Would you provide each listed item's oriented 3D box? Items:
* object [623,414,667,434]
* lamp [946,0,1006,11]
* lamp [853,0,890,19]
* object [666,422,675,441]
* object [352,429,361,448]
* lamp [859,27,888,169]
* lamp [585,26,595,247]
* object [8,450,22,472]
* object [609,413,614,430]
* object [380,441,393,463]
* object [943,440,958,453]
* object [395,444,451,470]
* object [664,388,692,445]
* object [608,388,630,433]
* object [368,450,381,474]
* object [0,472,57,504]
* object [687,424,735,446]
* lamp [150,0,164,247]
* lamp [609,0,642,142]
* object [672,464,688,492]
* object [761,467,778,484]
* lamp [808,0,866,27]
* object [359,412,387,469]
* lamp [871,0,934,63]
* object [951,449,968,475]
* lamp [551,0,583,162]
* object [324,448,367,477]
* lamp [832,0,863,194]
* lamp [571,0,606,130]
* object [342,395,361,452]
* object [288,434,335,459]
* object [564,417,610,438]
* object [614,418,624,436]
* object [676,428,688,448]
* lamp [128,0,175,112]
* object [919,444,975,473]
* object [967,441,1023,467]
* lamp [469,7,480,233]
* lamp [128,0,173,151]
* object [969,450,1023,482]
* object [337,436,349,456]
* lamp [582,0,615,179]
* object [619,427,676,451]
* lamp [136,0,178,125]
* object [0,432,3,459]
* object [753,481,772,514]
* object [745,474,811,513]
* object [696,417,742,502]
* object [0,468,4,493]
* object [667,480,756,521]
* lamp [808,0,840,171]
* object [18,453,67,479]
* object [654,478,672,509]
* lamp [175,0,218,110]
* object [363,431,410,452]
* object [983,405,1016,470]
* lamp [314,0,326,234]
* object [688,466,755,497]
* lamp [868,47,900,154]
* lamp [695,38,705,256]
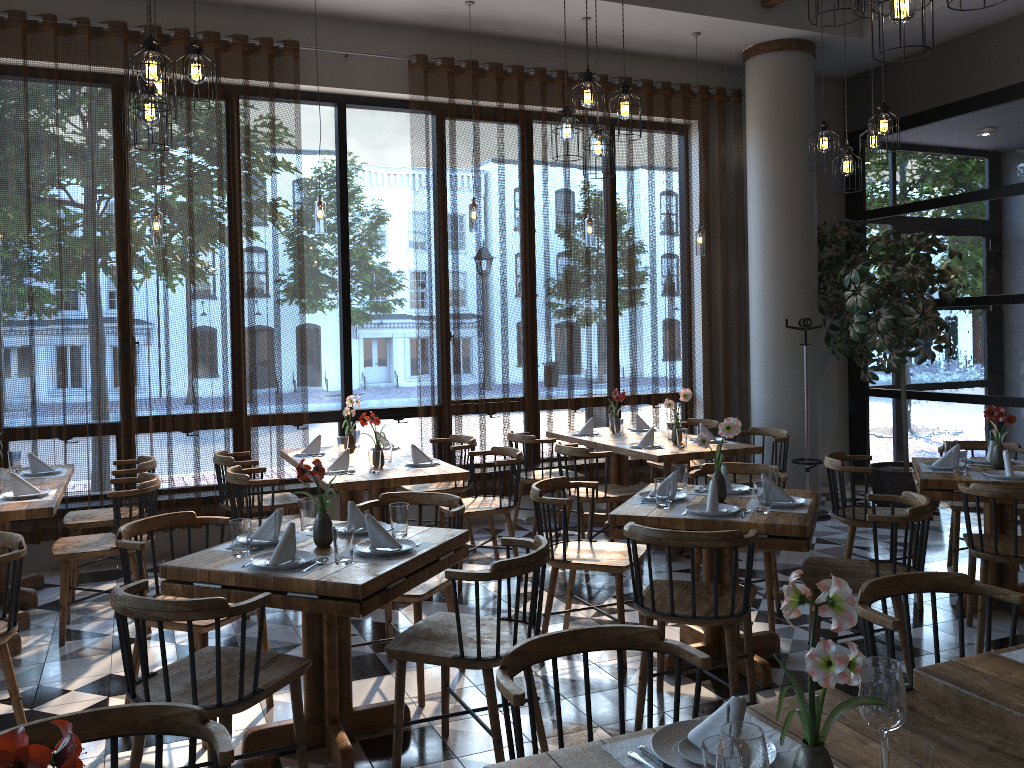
[{"bbox_3d":[1.073,0.313,7.241,0.272,0.137,0.352,-2,3,-23],"label":"object"},{"bbox_3d":[1.449,-2.241,2.780,0.175,2.069,0.175,-1,1,17],"label":"lamp"},{"bbox_3d":[1.283,-2.357,3.120,0.175,2.069,0.175,-2,1,-40],"label":"lamp"},{"bbox_3d":[1.186,0.351,6.565,0.080,0.132,0.080,-2,2,-38],"label":"object"},{"bbox_3d":[-1.150,0.403,6.510,0.080,0.132,0.080,-1,1,12],"label":"object"},{"bbox_3d":[2.371,-2.475,5.847,0.175,2.069,0.175,-2,1,-22],"label":"lamp"},{"bbox_3d":[0.606,-2.082,7.070,0.078,1.963,0.078,-2,1,-37],"label":"lamp"},{"bbox_3d":[-3.167,0.493,5.646,0.080,0.132,0.080,-1,1,2],"label":"object"},{"bbox_3d":[0.844,0.313,7.364,0.080,0.132,0.080,-1,1,-8],"label":"object"},{"bbox_3d":[-0.809,0.440,5.712,0.080,0.132,0.080,-2,2,-38],"label":"object"},{"bbox_3d":[2.580,0.397,5.208,0.080,0.132,0.080,0,2,42],"label":"object"},{"bbox_3d":[-0.564,0.440,5.574,0.272,0.137,0.352,-2,3,-23],"label":"object"},{"bbox_3d":[1.188,0.231,6.310,0.207,0.400,0.146,-2,1,-31],"label":"object"},{"bbox_3d":[0.862,0.214,7.139,0.156,0.355,0.171,0,2,43],"label":"object"},{"bbox_3d":[-0.817,0.465,5.276,0.080,0.132,0.080,-2,2,-38],"label":"object"},{"bbox_3d":[-2.584,0.531,4.709,0.272,0.137,0.352,-2,3,-23],"label":"object"},{"bbox_3d":[1.423,0.351,6.424,0.272,0.137,0.352,-2,3,-23],"label":"object"},{"bbox_3d":[-2.350,-1.886,5.805,0.078,1.963,0.078,-1,1,17],"label":"lamp"},{"bbox_3d":[0.600,-2.382,4.850,0.175,2.069,0.175,-2,1,-40],"label":"lamp"},{"bbox_3d":[0.850,0.475,4.468,0.080,0.132,0.080,-1,1,-8],"label":"object"},{"bbox_3d":[1.254,0.475,4.307,0.080,0.132,0.080,-1,1,-8],"label":"object"},{"bbox_3d":[1.095,-2.291,3.033,0.175,2.069,0.175,-1,1,39],"label":"lamp"},{"bbox_3d":[-0.862,0.344,5.450,0.171,0.355,0.156,-2,2,-44],"label":"object"},{"bbox_3d":[1.260,-2.113,2.893,0.175,2.069,0.175,-2,1,-40],"label":"lamp"},{"bbox_3d":[2.423,0.424,4.796,0.080,0.132,0.080,-1,1,-8],"label":"object"},{"bbox_3d":[0.304,-2.351,5.168,0.175,2.069,0.175,-1,1,28],"label":"lamp"},{"bbox_3d":[-1.052,0.462,5.359,0.272,0.137,0.352,-2,3,-23],"label":"object"},{"bbox_3d":[2.172,-2.293,5.779,0.175,2.069,0.175,-1,1,-11],"label":"lamp"},{"bbox_3d":[0.397,-2.432,4.800,0.175,2.069,0.175,-2,1,-29],"label":"lamp"},{"bbox_3d":[-1.129,0.281,6.287,0.146,0.400,0.207,-2,1,-19],"label":"object"},{"bbox_3d":[-1.402,0.424,6.176,0.272,0.137,0.352,-2,3,-23],"label":"object"},{"bbox_3d":[0.585,0.335,7.026,0.272,0.137,0.352,-2,3,-23],"label":"object"},{"bbox_3d":[0.835,0.338,6.928,0.080,0.132,0.080,-1,1,-8],"label":"object"},{"bbox_3d":[1.177,0.375,6.130,0.080,0.132,0.080,-2,2,-38],"label":"object"},{"bbox_3d":[-1.584,-2.237,3.834,0.175,2.069,0.175,-2,1,-37],"label":"lamp"},{"bbox_3d":[2.460,0.408,5.020,0.272,0.137,0.352,0,3,22],"label":"object"},{"bbox_3d":[2.805,0.392,5.174,0.352,0.137,0.273,0,3,22],"label":"object"},{"bbox_3d":[-0.304,-2.126,6.680,0.078,1.963,0.078,-2,1,-33],"label":"lamp"},{"bbox_3d":[-1.673,-2.115,4.037,0.175,2.069,0.175,-1,1,-4],"label":"lamp"},{"bbox_3d":[2.612,0.424,4.673,0.352,0.137,0.273,0,3,22],"label":"object"},{"bbox_3d":[-1.159,0.427,6.075,0.080,0.132,0.080,-1,1,12],"label":"object"},{"bbox_3d":[0.474,-2.215,5.023,0.175,2.069,0.175,-2,1,-29],"label":"lamp"},{"bbox_3d":[0.935,0.373,6.209,0.272,0.137,0.352,-2,3,-23],"label":"object"},{"bbox_3d":[-1.724,-2.300,4.245,0.175,2.069,0.175,-1,1,-15],"label":"lamp"},{"bbox_3d":[-3.177,0.397,5.366,0.156,0.355,0.171,-1,1,0],"label":"object"},{"bbox_3d":[1.105,0.501,3.903,0.080,0.132,0.080,-1,1,-8],"label":"object"},{"bbox_3d":[1.227,0.486,4.083,0.272,0.137,0.352,0,3,22],"label":"object"},{"bbox_3d":[0.974,0.356,4.155,0.206,0.400,0.146,-1,1,-12],"label":"object"},{"bbox_3d":[-2.825,0.530,4.848,0.080,0.132,0.080,-2,2,-38],"label":"object"},{"bbox_3d":[0.882,0.502,3.929,0.352,0.137,0.273,0,3,22],"label":"object"},{"bbox_3d":[1.979,-2.413,5.664,0.175,2.069,0.175,-2,1,-44],"label":"lamp"},{"bbox_3d":[-2.934,0.492,5.526,0.272,0.137,0.352,-2,3,-23],"label":"object"},{"bbox_3d":[0.692,0.501,4.055,0.080,0.132,0.080,-1,1,-8],"label":"object"},{"bbox_3d":[-1.520,-2.359,4.205,0.175,2.069,0.175,-1,1,-4],"label":"lamp"},{"bbox_3d":[-0.914,0.402,6.391,0.272,0.137,0.352,-2,3,-23],"label":"object"},{"bbox_3d":[2.726,0.297,4.951,0.156,0.355,0.171,-1,1,24],"label":"object"},{"bbox_3d":[-1.367,-2.044,6.226,0.078,1.963,0.078,-1,1,-16],"label":"lamp"},{"bbox_3d":[1.075,0.470,4.430,0.352,0.137,0.273,0,3,22],"label":"object"},{"bbox_3d":[2.354,-2.520,5.639,0.175,2.069,0.175,-1,1,-11],"label":"lamp"},{"bbox_3d":[1.573,-2.066,7.484,0.078,1.963,0.078,-1,1,9],"label":"lamp"}]
